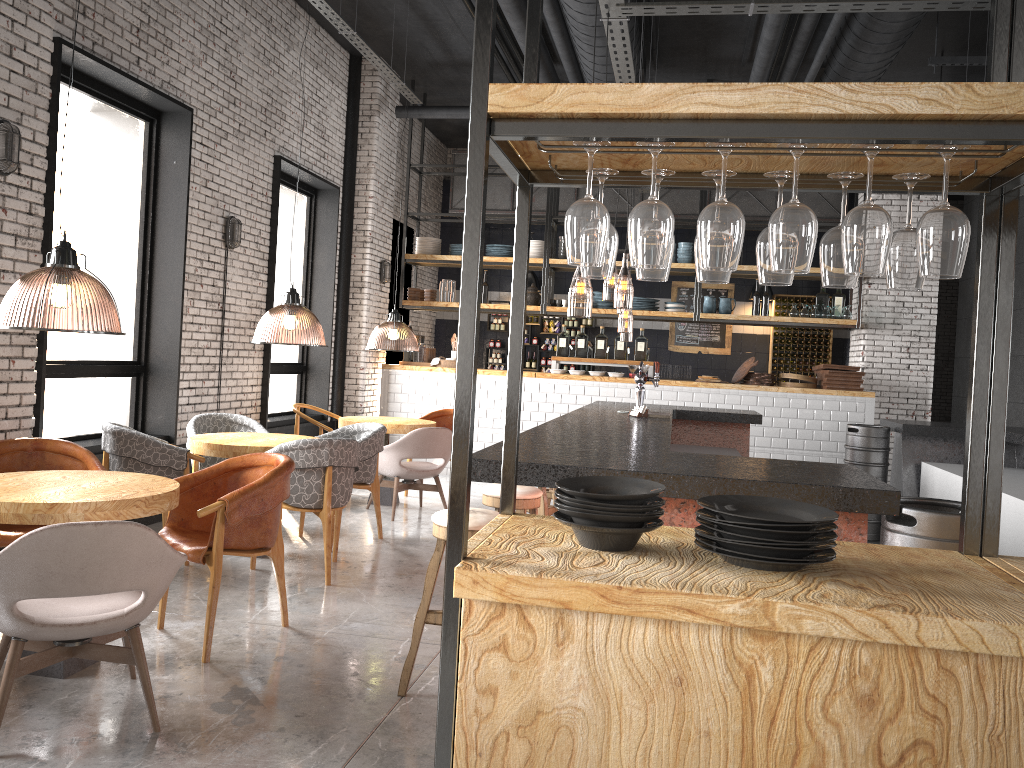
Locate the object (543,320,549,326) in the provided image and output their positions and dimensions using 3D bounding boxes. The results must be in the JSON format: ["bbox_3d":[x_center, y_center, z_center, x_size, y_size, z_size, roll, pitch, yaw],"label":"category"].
[{"bbox_3d":[0.558,-0.997,14.462,0.092,0.112,0.100,3,1,-3],"label":"object"}]

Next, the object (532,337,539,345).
[{"bbox_3d":[0.382,-0.707,14.504,0.100,0.139,0.088,3,1,11],"label":"object"}]

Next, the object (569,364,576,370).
[{"bbox_3d":[0.984,-0.255,14.392,0.100,0.139,0.088,3,1,11],"label":"object"}]

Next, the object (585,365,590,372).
[{"bbox_3d":[1.229,-0.334,14.343,0.079,0.281,0.079,3,1,14],"label":"object"}]

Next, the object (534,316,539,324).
[{"bbox_3d":[0.398,-1.126,14.497,0.079,0.281,0.079,3,1,-11],"label":"object"}]

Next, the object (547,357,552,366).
[{"bbox_3d":[0.623,-0.365,14.459,0.100,0.139,0.088,3,1,11],"label":"object"}]

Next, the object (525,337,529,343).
[{"bbox_3d":[0.225,-0.723,14.525,0.092,0.108,0.105,4,1,22],"label":"object"}]

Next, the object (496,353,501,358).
[{"bbox_3d":[-0.219,-0.469,14.589,0.070,0.083,0.071,2,1,-40],"label":"object"}]

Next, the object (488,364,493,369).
[{"bbox_3d":[-0.365,-0.277,14.634,0.119,0.111,0.085,2,1,-31],"label":"object"}]

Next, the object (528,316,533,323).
[{"bbox_3d":[0.307,-1.131,14.515,0.079,0.281,0.079,3,1,14],"label":"object"}]

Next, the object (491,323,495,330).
[{"bbox_3d":[-0.313,-0.947,14.610,0.076,0.111,0.076,3,1,20],"label":"object"}]

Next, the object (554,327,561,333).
[{"bbox_3d":[0.747,-0.882,14.429,0.092,0.108,0.105,4,1,22],"label":"object"}]

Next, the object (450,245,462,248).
[{"bbox_3d":[-0.597,-1.781,11.647,0.454,0.047,0.454,3,2,8],"label":"object"}]

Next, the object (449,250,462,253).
[{"bbox_3d":[-0.601,-1.710,11.647,0.454,0.044,0.454,3,2,6],"label":"object"}]

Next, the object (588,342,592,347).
[{"bbox_3d":[1.245,-0.639,14.335,0.088,0.108,0.107,3,1,-29],"label":"object"}]

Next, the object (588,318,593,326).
[{"bbox_3d":[1.268,-1.074,14.337,0.079,0.281,0.079,3,1,4],"label":"object"}]

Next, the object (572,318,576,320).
[{"bbox_3d":[1.008,-1.092,14.368,0.076,0.111,0.076,3,1,15],"label":"object"}]

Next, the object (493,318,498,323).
[{"bbox_3d":[-0.271,-1.042,14.601,0.071,0.083,0.071,3,1,0],"label":"object"}]

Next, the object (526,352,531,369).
[{"bbox_3d":[0.269,-0.391,14.518,0.079,0.281,0.079,3,1,19],"label":"object"}]

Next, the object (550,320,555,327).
[{"bbox_3d":[0.662,-0.989,14.444,0.088,0.108,0.107,3,1,-29],"label":"object"}]

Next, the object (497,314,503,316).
[{"bbox_3d":[-0.196,-1.176,14.609,0.081,0.113,0.071,3,1,11],"label":"object"}]

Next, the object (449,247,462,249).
[{"bbox_3d":[-0.598,-1.757,11.646,0.454,0.043,0.454,4,2,16],"label":"object"}]

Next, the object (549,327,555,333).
[{"bbox_3d":[0.653,-0.890,14.445,0.092,0.112,0.100,3,1,-3],"label":"object"}]

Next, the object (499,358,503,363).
[{"bbox_3d":[-0.184,-0.384,14.584,0.071,0.083,0.071,4,1,35],"label":"object"}]

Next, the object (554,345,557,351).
[{"bbox_3d":[0.729,-0.591,14.434,0.092,0.112,0.100,3,1,-3],"label":"object"}]

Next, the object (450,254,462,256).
[{"bbox_3d":[-0.603,-1.662,11.648,0.454,0.033,0.454,4,2,19],"label":"object"}]

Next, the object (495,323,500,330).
[{"bbox_3d":[-0.232,-0.942,14.594,0.076,0.111,0.076,4,1,30],"label":"object"}]

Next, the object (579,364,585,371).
[{"bbox_3d":[1.139,-0.339,14.357,0.079,0.281,0.079,3,1,29],"label":"object"}]

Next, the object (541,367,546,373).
[{"bbox_3d":[0.512,-0.225,14.469,0.092,0.112,0.100,3,1,-3],"label":"object"}]

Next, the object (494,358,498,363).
[{"bbox_3d":[-0.265,-0.389,14.599,0.071,0.083,0.071,3,1,0],"label":"object"}]

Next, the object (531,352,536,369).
[{"bbox_3d":[0.362,-0.386,14.501,0.079,0.281,0.079,3,1,-21],"label":"object"}]

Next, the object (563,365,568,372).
[{"bbox_3d":[0.869,-0.247,14.391,0.076,0.111,0.076,3,1,-25],"label":"object"}]

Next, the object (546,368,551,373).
[{"bbox_3d":[0.606,-0.217,14.453,0.092,0.108,0.105,4,1,22],"label":"object"}]

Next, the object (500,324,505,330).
[{"bbox_3d":[-0.150,-0.937,14.581,0.076,0.111,0.076,3,1,5],"label":"object"}]

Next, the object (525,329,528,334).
[{"bbox_3d":[0.218,-0.857,14.511,0.071,0.083,0.071,3,1,0],"label":"object"}]

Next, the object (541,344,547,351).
[{"bbox_3d":[0.518,-0.603,14.473,0.119,0.111,0.085,3,1,-21],"label":"object"}]

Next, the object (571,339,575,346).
[{"bbox_3d":[0.996,-0.679,14.388,0.081,0.113,0.071,3,1,10],"label":"object"}]

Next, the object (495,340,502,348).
[{"bbox_3d":[-0.221,-0.662,14.615,0.100,0.139,0.088,3,1,11],"label":"object"}]

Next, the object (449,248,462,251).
[{"bbox_3d":[-0.599,-1.733,11.647,0.454,0.038,0.454,3,2,-13],"label":"object"}]

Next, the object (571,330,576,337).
[{"bbox_3d":[0.992,-0.825,14.368,0.076,0.111,0.076,3,1,-15],"label":"object"}]

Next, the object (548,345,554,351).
[{"bbox_3d":[0.630,-0.592,14.463,0.090,0.101,0.111,3,1,-23],"label":"object"}]

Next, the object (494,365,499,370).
[{"bbox_3d":[-0.254,-0.266,14.625,0.090,0.101,0.111,3,1,-28],"label":"object"}]

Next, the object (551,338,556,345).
[{"bbox_3d":[0.677,-0.690,14.454,0.090,0.101,0.111,3,1,-23],"label":"object"}]

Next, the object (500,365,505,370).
[{"bbox_3d":[-0.156,-0.259,14.608,0.090,0.101,0.111,3,1,-23],"label":"object"}]

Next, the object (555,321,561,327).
[{"bbox_3d":[0.752,-0.983,14.428,0.092,0.108,0.105,4,1,22],"label":"object"}]

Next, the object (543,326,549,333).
[{"bbox_3d":[0.557,-0.894,14.464,0.088,0.108,0.107,3,1,-29],"label":"object"}]

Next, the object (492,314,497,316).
[{"bbox_3d":[-0.292,-1.181,14.627,0.081,0.113,0.071,3,1,11],"label":"object"}]

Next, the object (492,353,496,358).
[{"bbox_3d":[-0.293,-0.474,14.609,0.071,0.083,0.071,4,1,35],"label":"object"}]

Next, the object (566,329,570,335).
[{"bbox_3d":[0.905,-0.830,14.384,0.076,0.111,0.076,4,1,35],"label":"object"}]

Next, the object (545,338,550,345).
[{"bbox_3d":[0.580,-0.696,14.472,0.090,0.101,0.111,3,1,-23],"label":"object"}]

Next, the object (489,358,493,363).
[{"bbox_3d":[-0.343,-0.394,14.614,0.071,0.083,0.071,4,1,20],"label":"object"}]

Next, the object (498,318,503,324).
[{"bbox_3d":[-0.191,-1.037,14.586,0.071,0.083,0.071,4,1,35],"label":"object"}]

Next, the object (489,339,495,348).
[{"bbox_3d":[-0.328,-0.669,14.635,0.100,0.139,0.088,3,1,11],"label":"object"}]

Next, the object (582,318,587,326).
[{"bbox_3d":[1.175,-1.079,14.354,0.079,0.281,0.079,3,1,-16],"label":"object"}]

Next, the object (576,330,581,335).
[{"bbox_3d":[1.081,-0.819,14.352,0.076,0.111,0.076,3,1,-25],"label":"object"}]

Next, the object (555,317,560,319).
[{"bbox_3d":[0.747,-1.140,14.414,0.079,0.156,0.079,3,1,-5],"label":"object"}]
